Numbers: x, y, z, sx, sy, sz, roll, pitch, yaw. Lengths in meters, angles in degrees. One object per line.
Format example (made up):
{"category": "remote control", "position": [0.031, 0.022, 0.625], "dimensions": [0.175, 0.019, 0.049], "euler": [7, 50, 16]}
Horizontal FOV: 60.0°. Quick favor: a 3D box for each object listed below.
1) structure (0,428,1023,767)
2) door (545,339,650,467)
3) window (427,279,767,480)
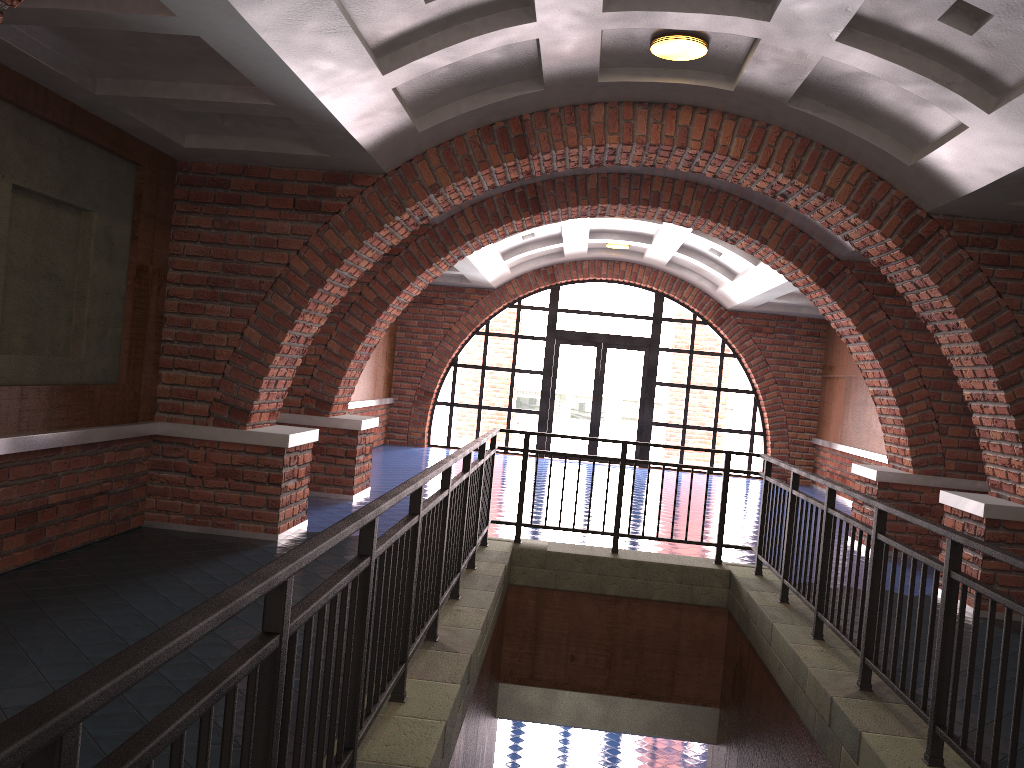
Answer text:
{"category": "structure", "position": [0.321, 3.317, 2.029], "dimensions": [2.464, 5.665, 11.177], "euler": [5, 1, 4]}
{"category": "door", "position": [1.583, 0.342, 16.504], "dimensions": [1.754, 2.236, 0.040], "euler": [5, 1, 4]}
{"category": "window", "position": [1.687, -0.219, 16.488], "dimensions": [6.353, 3.471, 0.100], "euler": [5, 1, 4]}
